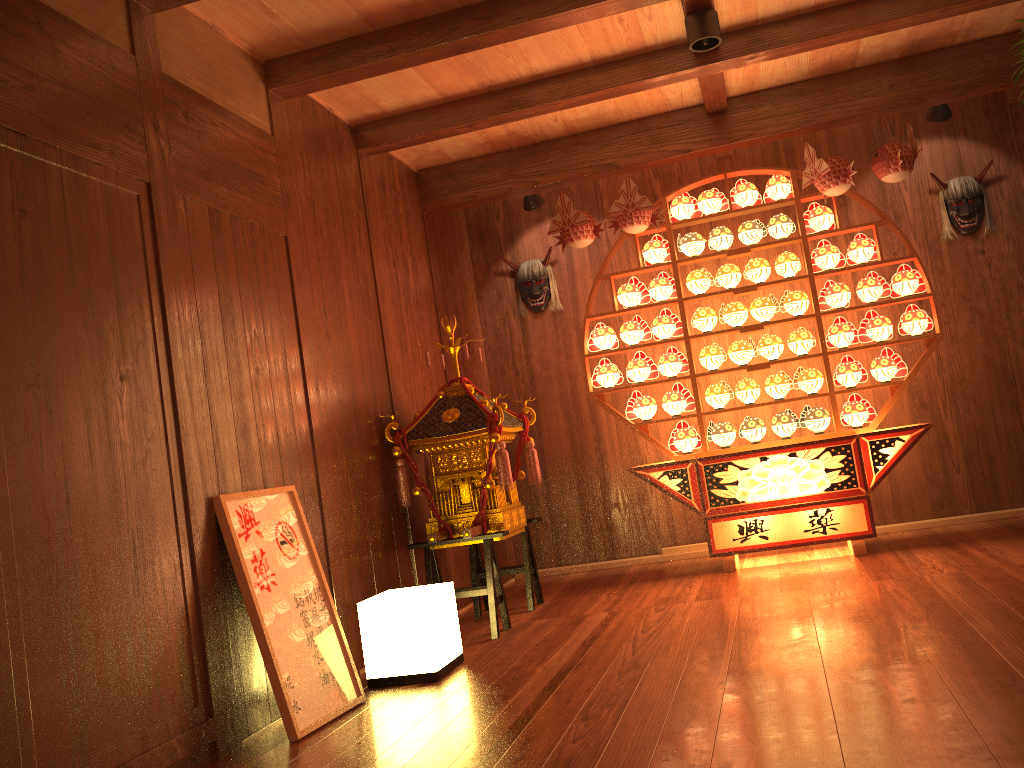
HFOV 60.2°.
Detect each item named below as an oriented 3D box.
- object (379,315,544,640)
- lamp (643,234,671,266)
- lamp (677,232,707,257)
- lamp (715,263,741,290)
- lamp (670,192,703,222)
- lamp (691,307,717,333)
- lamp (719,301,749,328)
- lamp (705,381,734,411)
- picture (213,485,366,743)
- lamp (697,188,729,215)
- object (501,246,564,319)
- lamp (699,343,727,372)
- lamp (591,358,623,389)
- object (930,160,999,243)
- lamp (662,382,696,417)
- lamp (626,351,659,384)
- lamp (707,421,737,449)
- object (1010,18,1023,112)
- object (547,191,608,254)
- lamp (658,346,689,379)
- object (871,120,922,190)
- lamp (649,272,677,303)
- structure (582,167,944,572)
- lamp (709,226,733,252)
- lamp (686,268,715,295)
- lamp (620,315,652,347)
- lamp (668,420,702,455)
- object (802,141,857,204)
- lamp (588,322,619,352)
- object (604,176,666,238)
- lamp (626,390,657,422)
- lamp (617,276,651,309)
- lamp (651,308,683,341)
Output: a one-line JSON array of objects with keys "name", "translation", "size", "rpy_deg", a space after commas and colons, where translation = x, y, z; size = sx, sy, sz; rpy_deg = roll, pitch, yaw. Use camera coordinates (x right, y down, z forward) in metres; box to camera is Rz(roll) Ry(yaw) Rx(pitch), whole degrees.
[{"name": "object", "translation": [-0.207, 0.410, 4.338], "size": [0.598, 1.513, 0.822], "rpy_deg": [-10, -5, 14]}, {"name": "lamp", "translation": [0.822, -0.782, 5.125], "size": [0.194, 0.200, 0.162], "rpy_deg": [-11, -5, 29]}, {"name": "lamp", "translation": [1.048, -0.805, 5.087], "size": [0.152, 0.167, 0.143], "rpy_deg": [-11, -5, 29]}, {"name": "lamp", "translation": [1.236, -0.613, 5.023], "size": [0.140, 0.161, 0.156], "rpy_deg": [-8, -5, -6]}, {"name": "lamp", "translation": [0.978, -1.033, 5.100], "size": [0.195, 0.200, 0.161], "rpy_deg": [-11, -5, 24]}, {"name": "lamp", "translation": [1.103, -0.370, 5.039], "size": [0.140, 0.167, 0.156], "rpy_deg": [-8, -5, -6]}, {"name": "lamp", "translation": [1.274, -0.396, 5.010], "size": [0.151, 0.161, 0.144], "rpy_deg": [-13, -7, 44]}, {"name": "lamp", "translation": [1.160, 0.066, 5.011], "size": [0.134, 0.167, 0.162], "rpy_deg": [-13, -7, 44]}, {"name": "picture", "translation": [-0.737, 0.736, 2.964], "size": [0.210, 0.787, 0.410], "rpy_deg": [-10, -5, 20]}, {"name": "lamp", "translation": [1.126, -1.047, 5.072], "size": [0.162, 0.179, 0.164], "rpy_deg": [-4, -7, -45]}, {"name": "object", "translation": [0.147, -0.642, 5.817], "size": [0.358, 0.453, 0.140], "rpy_deg": [-10, -5, 13]}, {"name": "lamp", "translation": [1.131, -0.152, 5.026], "size": [0.135, 0.167, 0.162], "rpy_deg": [-12, -6, 34]}, {"name": "lamp", "translation": [0.557, -0.066, 5.152], "size": [0.190, 0.195, 0.157], "rpy_deg": [-9, -5, -1]}, {"name": "object", "translation": [2.704, -1.060, 5.255], "size": [0.358, 0.453, 0.140], "rpy_deg": [-10, -5, 13]}, {"name": "lamp", "translation": [0.921, 0.091, 5.060], "size": [0.193, 0.200, 0.162], "rpy_deg": [-13, -6, 39]}, {"name": "lamp", "translation": [0.726, -0.098, 5.114], "size": [0.195, 0.200, 0.161], "rpy_deg": [-11, -5, 24]}, {"name": "lamp", "translation": [1.202, 0.280, 4.994], "size": [0.151, 0.167, 0.144], "rpy_deg": [-13, -7, 44]}, {"name": "object", "translation": [2.481, -1.117, 3.762], "size": [0.568, 1.259, 0.713], "rpy_deg": [-9, -5, 3]}, {"name": "object", "translation": [0.363, -0.916, 4.981], "size": [0.353, 0.311, 0.246], "rpy_deg": [-13, -6, 39]}, {"name": "lamp", "translation": [0.903, -0.125, 5.076], "size": [0.177, 0.192, 0.161], "rpy_deg": [-11, -5, 29]}, {"name": "object", "translation": [1.987, -1.209, 4.628], "size": [0.225, 0.318, 0.371], "rpy_deg": [-9, -5, 10]}, {"name": "lamp", "translation": [0.854, -0.563, 5.107], "size": [0.184, 0.195, 0.162], "rpy_deg": [-11, -5, 29]}, {"name": "structure", "translation": [1.380, -0.123, 4.970], "size": [1.932, 2.193, 0.497], "rpy_deg": [-10, -5, 12]}, {"name": "lamp", "translation": [1.193, -0.828, 5.042], "size": [0.139, 0.161, 0.158], "rpy_deg": [-9, -5, 4]}, {"name": "lamp", "translation": [1.063, -0.585, 5.064], "size": [0.134, 0.167, 0.162], "rpy_deg": [-13, -7, 44]}, {"name": "lamp", "translation": [0.688, -0.309, 5.136], "size": [0.175, 0.191, 0.162], "rpy_deg": [-13, -7, 44]}, {"name": "lamp", "translation": [0.987, 0.302, 5.039], "size": [0.194, 0.197, 0.158], "rpy_deg": [-9, -5, 4]}, {"name": "object", "translation": [1.693, -1.145, 4.692], "size": [0.243, 0.314, 0.361], "rpy_deg": [-8, -5, -8]}, {"name": "lamp", "translation": [0.540, -0.281, 5.166], "size": [0.191, 0.187, 0.156], "rpy_deg": [-8, -5, -6]}, {"name": "object", "translation": [0.672, -0.979, 4.920], "size": [0.343, 0.306, 0.219], "rpy_deg": [-10, -5, 13]}, {"name": "lamp", "translation": [0.770, 0.121, 5.101], "size": [0.191, 0.193, 0.153], "rpy_deg": [-6, -5, -26]}, {"name": "lamp", "translation": [0.676, -0.534, 5.150], "size": [0.193, 0.200, 0.162], "rpy_deg": [-13, -6, 39]}, {"name": "lamp", "translation": [0.868, -0.345, 5.094], "size": [0.194, 0.200, 0.162], "rpy_deg": [-11, -5, 29]}]
